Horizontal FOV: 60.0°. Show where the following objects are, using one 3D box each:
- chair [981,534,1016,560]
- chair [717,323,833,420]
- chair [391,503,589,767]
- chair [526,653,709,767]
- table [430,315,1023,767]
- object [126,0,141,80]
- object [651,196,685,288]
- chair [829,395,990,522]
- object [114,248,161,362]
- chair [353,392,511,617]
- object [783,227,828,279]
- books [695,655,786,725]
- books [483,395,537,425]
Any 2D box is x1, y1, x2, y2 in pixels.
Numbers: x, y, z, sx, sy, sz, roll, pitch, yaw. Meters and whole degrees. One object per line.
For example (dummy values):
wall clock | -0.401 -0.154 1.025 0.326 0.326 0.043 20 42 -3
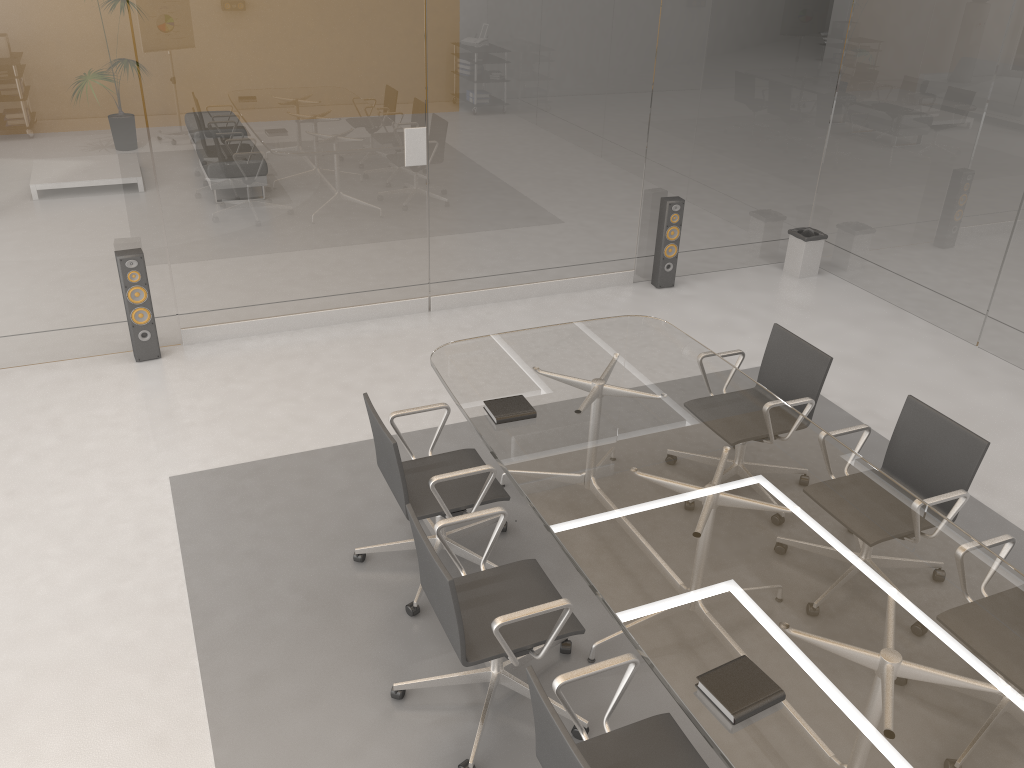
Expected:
chair | 1.785 0.917 3.077 0.710 0.805 0.731 -20 35 -35
chair | 1.139 0.189 4.392 0.710 0.805 0.731 -20 35 -35
chair | -0.022 0.804 3.163 0.710 0.805 0.731 -21 36 -36
chair | 0.378 1.157 2.530 0.710 0.805 0.731 -21 36 -36
table | 0.743 0.699 3.494 1.372 0.721 3.054 -10 30 -21
object | -4.404 -3.570 9.821 0.912 1.956 1.222 10 29 14
object | 1.216 -1.095 6.906 0.152 0.706 0.124 -7 30 -17
chair | 1.532 0.544 3.757 0.710 0.805 0.731 -20 35 -35
object | -2.320 -0.481 5.514 0.152 0.706 0.124 -13 31 -26
chair | -0.282 0.432 3.840 0.710 0.805 0.731 -21 36 -36
object | 2.417 -1.086 7.337 0.233 0.363 0.233 -10 30 -21
books | 0.624 0.836 2.429 0.183 0.032 0.164 -13 32 -27
books | -0.010 0.108 3.746 0.183 0.032 0.164 -9 30 -20
